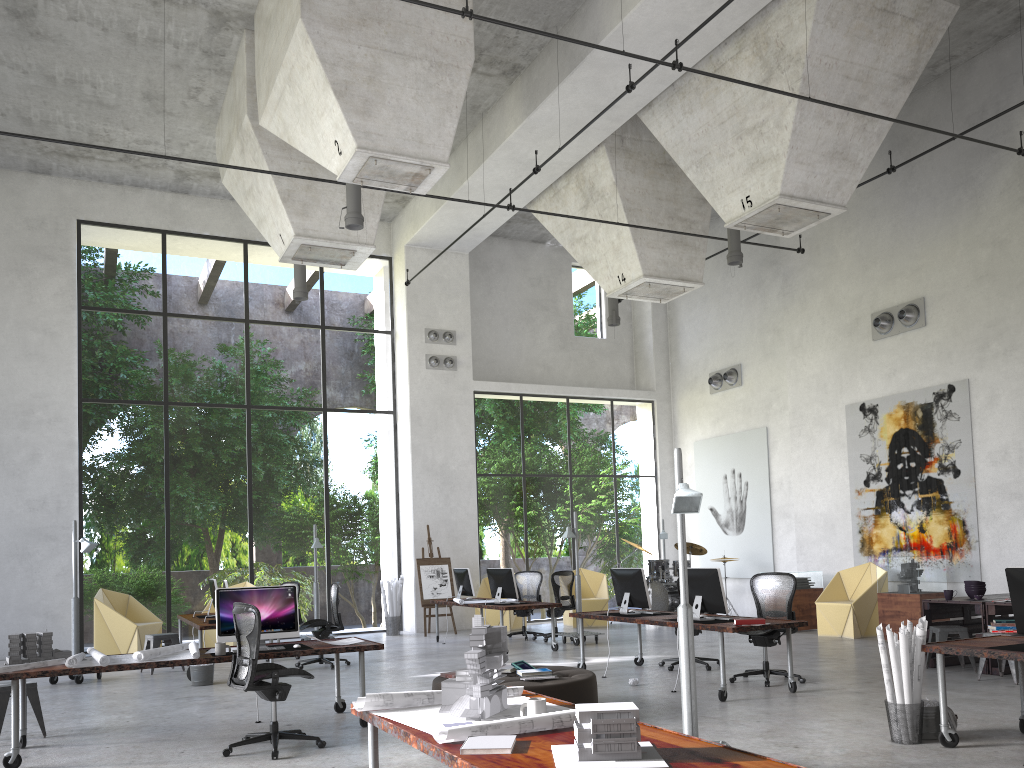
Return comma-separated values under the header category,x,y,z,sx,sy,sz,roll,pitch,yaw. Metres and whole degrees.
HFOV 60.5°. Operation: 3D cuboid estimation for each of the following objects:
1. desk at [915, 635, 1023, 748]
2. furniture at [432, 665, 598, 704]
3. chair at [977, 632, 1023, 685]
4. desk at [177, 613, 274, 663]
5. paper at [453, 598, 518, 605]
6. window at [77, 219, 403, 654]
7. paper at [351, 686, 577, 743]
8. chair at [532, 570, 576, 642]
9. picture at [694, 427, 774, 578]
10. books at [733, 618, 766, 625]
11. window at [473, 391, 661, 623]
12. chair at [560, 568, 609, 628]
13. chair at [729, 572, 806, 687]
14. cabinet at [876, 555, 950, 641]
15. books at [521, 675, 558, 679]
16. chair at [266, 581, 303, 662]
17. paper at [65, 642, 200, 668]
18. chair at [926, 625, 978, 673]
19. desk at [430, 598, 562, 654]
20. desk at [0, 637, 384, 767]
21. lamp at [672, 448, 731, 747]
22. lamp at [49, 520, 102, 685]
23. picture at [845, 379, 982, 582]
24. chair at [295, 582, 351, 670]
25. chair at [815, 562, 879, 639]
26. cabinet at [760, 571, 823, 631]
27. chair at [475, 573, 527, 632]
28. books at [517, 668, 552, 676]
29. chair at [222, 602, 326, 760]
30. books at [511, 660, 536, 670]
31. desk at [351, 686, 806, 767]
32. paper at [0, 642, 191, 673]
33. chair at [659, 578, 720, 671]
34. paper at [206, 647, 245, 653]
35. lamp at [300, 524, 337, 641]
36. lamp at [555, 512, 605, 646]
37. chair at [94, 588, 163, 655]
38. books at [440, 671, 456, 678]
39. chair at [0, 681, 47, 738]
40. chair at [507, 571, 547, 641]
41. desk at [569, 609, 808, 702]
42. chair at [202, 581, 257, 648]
category,x,y,z,sx,sy,sz,roll,pitch,yaw
desk,4.074,1.995,5.221,0.964,0.715,3.178,2,-11,-25
furniture,0.027,2.855,8.017,1.508,0.424,1.532,3,-11,-24
chair,5.133,2.824,9.102,0.438,0.484,0.425,2,-8,-31
desk,-4.154,3.717,12.593,0.964,0.715,3.178,2,-11,-25
paper,-0.447,3.576,14.605,1.075,0.104,0.992,1,-11,-16
window,-5.072,1.063,16.988,5.964,7.776,0.068,1,-4,-26
paper,-0.136,1.545,4.195,0.977,0.104,1.091,4,-13,-30
chair,0.720,3.787,15.027,0.796,1.173,0.776,-5,-6,28
picture,4.628,2.574,18.514,0.020,2.989,2.367,0,-6,-26
books,2.323,2.327,8.608,0.285,0.051,0.205,-3,-11,6
window,1.305,2.687,19.167,4.564,4.847,0.020,1,-4,-26
chair,1.486,4.304,17.741,0.979,1.158,0.947,-1,-6,-6
chair,2.797,2.664,9.624,0.775,1.173,0.797,-6,-7,33
cabinet,5.864,3.149,12.857,0.594,1.243,0.752,0,-6,-26
books,0.239,2.559,7.672,0.301,0.039,0.223,-4,-11,9
chair,-3.604,3.670,13.646,0.774,1.173,0.798,-5,-6,28
paper,-3.157,2.273,7.401,1.076,0.104,0.991,3,-12,-26
chair,4.941,2.989,9.915,0.420,0.484,0.443,-3,-7,9
desk,-0.331,3.929,14.376,0.974,0.715,3.176,2,-11,-25
desk,-2.750,2.698,7.604,3.131,0.717,0.988,3,-10,-26
lamp,1.132,1.488,5.750,0.579,2.132,0.602,-2,-4,-1
lamp,-5.818,2.888,11.700,0.597,2.132,0.584,-2,-4,7
picture,6.316,1.639,14.010,0.020,2.989,2.385,0,-6,-26
chair,-2.676,3.384,12.340,0.794,1.173,0.778,2,-7,-37
chair,5.456,3.445,14.040,0.935,1.157,0.992,1,-7,-27
cabinet,4.865,3.769,15.257,0.743,1.003,0.744,1,-7,-26
chair,-0.227,4.321,17.520,0.983,1.158,0.943,-5,-7,23
books,0.203,2.610,7.951,0.284,0.033,0.201,0,-11,-13
chair,-1.944,2.333,7.063,0.776,1.173,0.797,-6,-7,38
books,0.110,2.644,8.199,0.145,0.102,0.207,5,-12,-40
desk,0.251,1.783,3.438,0.974,0.715,3.176,2,-11,-25
paper,-3.383,2.270,7.325,0.893,0.102,1.958,-4,-11,12
chair,2.181,2.947,10.968,0.773,1.173,0.800,3,-8,-42
paper,-2.483,2.379,7.870,0.484,0.001,0.436,1,-11,-15
lamp,-3.505,3.587,15.713,0.579,2.132,0.602,0,-4,-26
lamp,1.068,3.151,14.308,0.596,2.132,0.585,0,-4,-26
chair,-6.477,3.997,14.721,0.935,1.157,0.992,-3,-7,10
books,-0.514,2.650,7.993,0.175,0.032,0.258,5,-13,-34
chair,-4.451,2.906,7.793,0.423,0.484,0.440,-7,-8,37
chair,0.230,3.898,15.509,0.772,1.173,0.801,-3,-6,13
desk,1.825,2.974,9.853,0.974,0.715,3.176,2,-11,-25
chair,-5.054,4.164,15.836,0.982,1.158,0.944,-4,-7,20
